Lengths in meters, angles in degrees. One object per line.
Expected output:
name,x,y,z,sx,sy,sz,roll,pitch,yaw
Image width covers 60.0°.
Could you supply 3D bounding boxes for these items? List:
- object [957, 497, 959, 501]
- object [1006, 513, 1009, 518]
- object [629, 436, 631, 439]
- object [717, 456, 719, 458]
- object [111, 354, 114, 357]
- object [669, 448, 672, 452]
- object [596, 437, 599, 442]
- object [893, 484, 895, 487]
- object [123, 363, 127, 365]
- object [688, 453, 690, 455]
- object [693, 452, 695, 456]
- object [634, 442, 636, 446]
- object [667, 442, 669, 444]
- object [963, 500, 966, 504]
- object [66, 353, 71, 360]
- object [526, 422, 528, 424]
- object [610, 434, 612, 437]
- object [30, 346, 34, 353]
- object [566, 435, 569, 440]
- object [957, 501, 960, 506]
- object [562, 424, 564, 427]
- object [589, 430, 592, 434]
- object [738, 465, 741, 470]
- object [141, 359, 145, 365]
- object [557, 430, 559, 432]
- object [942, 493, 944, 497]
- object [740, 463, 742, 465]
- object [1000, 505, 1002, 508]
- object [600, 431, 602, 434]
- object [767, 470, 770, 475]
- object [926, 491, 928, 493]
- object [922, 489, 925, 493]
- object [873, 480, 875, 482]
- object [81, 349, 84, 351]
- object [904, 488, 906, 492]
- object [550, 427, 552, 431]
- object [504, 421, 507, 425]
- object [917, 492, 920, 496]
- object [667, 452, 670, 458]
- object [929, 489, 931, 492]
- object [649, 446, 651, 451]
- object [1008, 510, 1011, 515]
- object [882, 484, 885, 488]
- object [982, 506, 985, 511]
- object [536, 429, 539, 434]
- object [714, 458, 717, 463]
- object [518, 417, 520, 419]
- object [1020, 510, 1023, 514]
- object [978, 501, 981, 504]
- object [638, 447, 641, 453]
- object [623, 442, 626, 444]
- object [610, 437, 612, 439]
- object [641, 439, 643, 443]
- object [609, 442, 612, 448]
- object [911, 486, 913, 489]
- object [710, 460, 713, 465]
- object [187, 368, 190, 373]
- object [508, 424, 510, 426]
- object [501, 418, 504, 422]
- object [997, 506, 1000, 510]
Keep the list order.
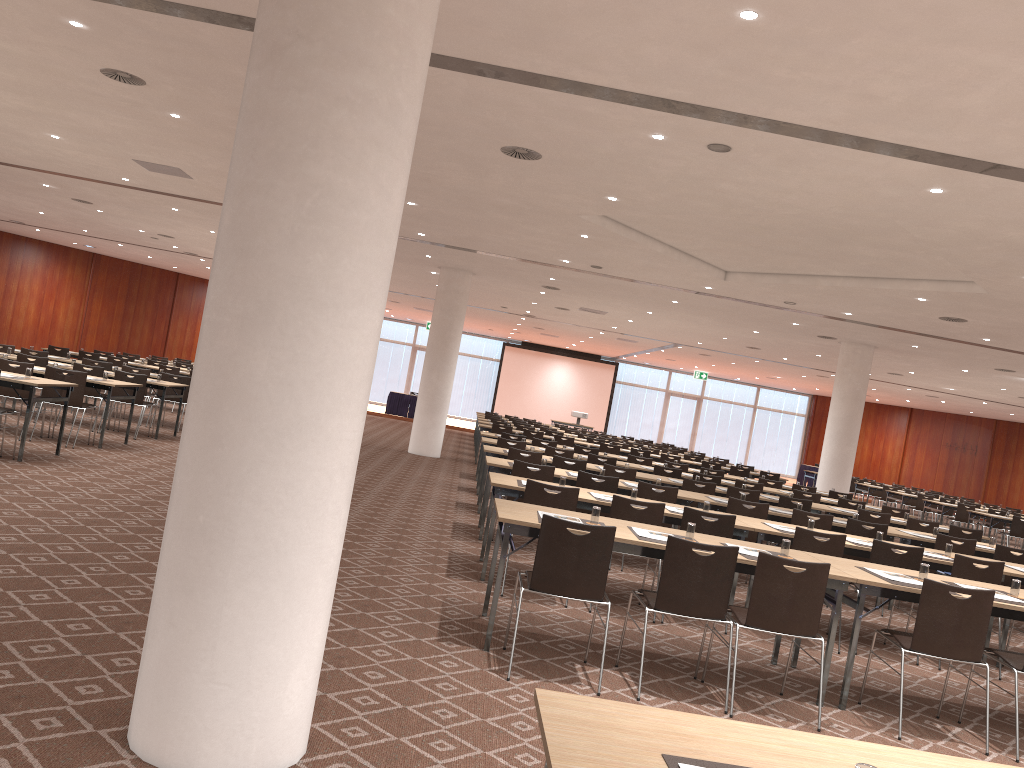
object,13.071,3.371,25.986,0.054,0.114,0.054,10,0,-36
object,11.117,2.941,19.887,0.054,0.114,0.054,10,0,-36
object,3.943,1.788,29.569,0.054,0.114,0.054,10,0,31
object,5.482,1.984,23.622,0.054,0.114,0.054,10,0,-36
object,-8.547,-0.583,18.965,0.054,0.114,0.054,10,0,31
object,4.218,1.758,23.573,0.054,0.114,0.054,10,0,31
object,2.064,1.346,21.470,0.054,0.114,0.054,10,0,-36
object,12.026,3.210,27.943,0.054,0.114,0.054,10,0,-14
object,-6.797,-0.315,15.548,0.054,0.114,0.054,10,0,-14
object,4.302,1.746,21.562,0.054,0.114,0.054,10,0,31
object,4.842,1.870,23.603,0.054,0.114,0.054,10,0,31
object,3.248,1.584,23.524,0.054,0.114,0.054,10,0,31
object,5.204,2.013,29.622,0.054,0.114,0.054,10,0,-36
object,12.220,3.192,23.941,0.054,0.114,0.054,10,0,-14
object,-7.753,-0.486,15.508,0.054,0.114,0.054,10,0,31
object,0.390,1.072,23.398,0.054,0.114,0.054,10,0,31
object,3.071,1.605,27.516,0.054,0.114,0.054,10,0,31
object,-8.383,-0.599,15.468,0.054,0.114,0.054,10,0,31
object,1.210,1.166,19.417,0.054,0.114,0.054,10,0,31
object,11.018,2.950,21.886,0.054,0.114,0.054,10,0,-36
object,1.696,1.385,29.467,0.054,0.114,0.054,10,0,31
object,2.438,1.491,27.492,0.054,0.114,0.054,10,0,31
object,5.027,1.850,19.600,0.054,0.114,0.054,10,0,31
object,-7.908,-0.468,19.006,0.054,0.114,0.054,10,0,31
object,1.106,1.174,21.425,0.054,0.114,0.054,10,0,-36
object,13.623,3.496,28.011,0.054,0.114,0.054,10,0,-36
object,5.572,1.974,21.628,0.054,0.114,0.054,10,0,-36
object,14.357,3.601,26.045,0.054,0.114,0.054,10,0,-36
object,2.975,1.614,29.524,0.054,0.114,0.054,10,0,31
object,5.679,1.967,19.626,0.054,0.114,0.054,10,0,-36
object,12.118,3.200,25.937,0.054,0.114,0.054,10,0,-14
object,12.988,3.382,27.976,0.054,0.114,0.054,10,0,-36
object,11.385,3.095,27.906,0.054,0.114,0.054,10,0,-14
object,-9.185,-0.697,18.938,0.054,0.114,0.054,10,0,31
object,11.488,3.087,25.908,0.054,0.114,0.054,10,0,-14
object,1.029,1.186,23.419,0.054,0.114,0.054,10,0,31
object,-0.162,0.947,21.368,0.054,0.114,0.054,10,0,-36
object,10.936,2.962,23.877,0.054,0.114,0.054,10,0,-14
object,3.438,1.565,19.525,0.054,0.114,0.054,10,0,-36
object,14.167,3.620,30.042,0.054,0.114,0.054,10,0,-36
object,3.348,1.576,21.524,0.054,0.114,0.054,10,0,-36
object,12.306,3.181,21.948,0.054,0.114,0.054,10,0,-36
object,10.845,2.972,25.878,0.054,0.114,0.054,10,0,-14
object,11.666,3.066,21.920,0.054,0.114,0.054,10,0,-36
object,0.567,1.051,19.401,0.054,0.114,0.054,10,0,31
object,4.948,1.862,21.604,0.054,0.114,0.054,10,0,31
object,0.207,1.092,27.385,0.054,0.114,0.054,10,0,31
object,13.798,3.474,24.009,0.054,0.114,0.054,10,0,-36
object,13.711,3.485,26.006,0.054,0.114,0.054,10,0,-36
object,2.807,1.452,19.499,0.054,0.114,0.054,10,0,-36
object,2.716,1.462,21.491,0.054,0.114,0.054,10,0,-36
object,2.611,1.470,23.485,0.054,0.114,0.054,10,0,31
object,4.027,1.776,27.566,0.054,0.114,0.054,10,0,31
object,2.163,1.337,19.459,0.054,0.114,0.054,10,0,-36
object,13.535,3.507,30.010,0.054,0.114,0.054,10,0,-36
object,4.399,1.738,19.576,0.054,0.114,0.054,10,0,31
object,-6.951,-0.296,19.051,0.054,0.114,0.054,10,0,-36
object,-0.075,0.936,19.373,0.054,0.114,0.054,10,0,-36
object,-0.254,0.956,23.355,0.054,0.114,0.054,10,0,-36
object,13.160,3.360,23.985,0.054,0.114,0.054,10,0,-36
